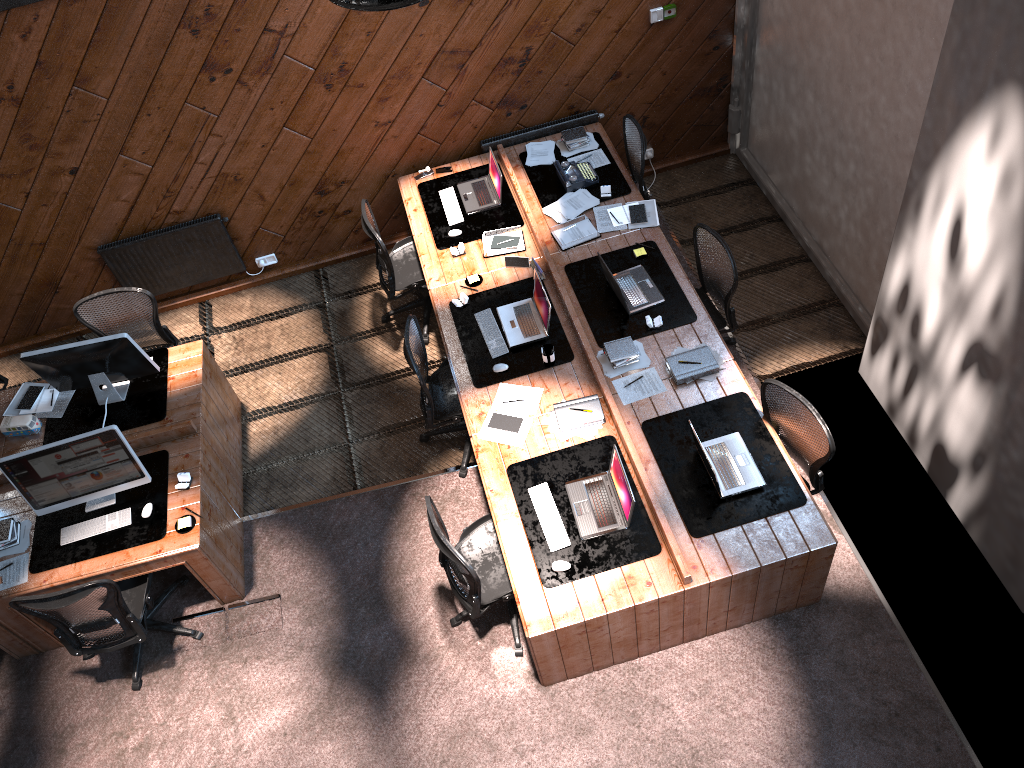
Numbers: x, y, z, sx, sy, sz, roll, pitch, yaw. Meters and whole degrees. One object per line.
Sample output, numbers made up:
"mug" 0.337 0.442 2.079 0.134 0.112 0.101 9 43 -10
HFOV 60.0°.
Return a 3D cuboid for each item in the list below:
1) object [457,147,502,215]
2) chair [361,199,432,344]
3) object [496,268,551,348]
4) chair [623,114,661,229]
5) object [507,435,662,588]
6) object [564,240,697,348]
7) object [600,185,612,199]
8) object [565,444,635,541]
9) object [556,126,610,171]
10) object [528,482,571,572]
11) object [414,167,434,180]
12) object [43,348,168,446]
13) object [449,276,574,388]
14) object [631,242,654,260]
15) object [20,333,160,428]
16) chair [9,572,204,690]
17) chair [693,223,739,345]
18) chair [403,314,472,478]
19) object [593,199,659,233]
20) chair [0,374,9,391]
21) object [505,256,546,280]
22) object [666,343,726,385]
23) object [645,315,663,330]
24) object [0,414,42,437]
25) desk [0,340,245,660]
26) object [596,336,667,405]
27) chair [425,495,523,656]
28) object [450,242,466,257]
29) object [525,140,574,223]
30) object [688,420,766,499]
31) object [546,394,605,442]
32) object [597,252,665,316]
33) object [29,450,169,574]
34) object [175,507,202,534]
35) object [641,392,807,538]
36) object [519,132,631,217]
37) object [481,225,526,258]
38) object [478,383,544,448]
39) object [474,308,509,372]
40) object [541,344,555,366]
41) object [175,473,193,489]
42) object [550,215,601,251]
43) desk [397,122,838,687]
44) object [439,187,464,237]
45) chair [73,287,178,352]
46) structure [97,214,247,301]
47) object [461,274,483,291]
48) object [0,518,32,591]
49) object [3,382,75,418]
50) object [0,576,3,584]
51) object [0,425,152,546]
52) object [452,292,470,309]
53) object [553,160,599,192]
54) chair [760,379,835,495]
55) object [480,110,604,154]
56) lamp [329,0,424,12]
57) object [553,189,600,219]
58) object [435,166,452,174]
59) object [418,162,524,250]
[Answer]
"object" -0.256 -1.569 6.844 0.323 0.283 0.390 -16 51 -3
"chair" -0.775 -0.987 6.929 0.792 1.085 0.770 -33 54 -16
"object" 0.071 -0.505 5.897 0.320 0.288 0.380 -16 51 -3
"chair" 0.799 -1.512 7.066 0.792 1.085 0.770 -25 52 -10
"object" 0.394 0.709 5.088 0.687 0.008 0.848 -16 51 -3
"object" 0.798 -0.632 6.089 0.687 0.008 0.848 -16 51 -3
"object" 0.711 -1.452 6.714 0.082 0.063 0.106 -3 51 8
"object" 0.484 0.607 4.968 0.323 0.283 0.390 -14 51 -1
"object" 0.552 -1.884 7.061 0.319 0.098 0.478 -18 51 -4
"object" 0.226 0.803 5.020 0.139 0.040 0.577 -16 51 -3
"object" -0.718 -1.716 7.194 0.159 0.064 0.054 -22 51 -7
"object" -2.808 0.094 6.157 0.848 0.008 0.687 -15 51 -2
"object" -0.018 -0.370 6.027 0.687 0.008 0.848 -16 51 -3
"object" 0.913 -0.940 6.296 0.158 0.026 0.154 23 59 25
"object" -2.786 -0.121 5.975 0.811 0.578 0.663 31 63 30
"chair" -2.503 1.301 5.407 0.770 1.085 0.792 -25 52 -10
"chair" 1.232 -0.496 6.174 0.792 1.085 0.770 -33 54 -16
"chair" -0.358 -0.015 6.076 0.792 1.085 0.770 -25 52 -10
"object" 0.843 -1.250 6.561 0.467 0.017 0.304 -6 51 5
"chair" -4.108 0.137 6.628 0.770 1.085 0.792 -17 51 -4
"object" 0.111 -0.856 6.342 0.347 0.083 0.129 25 60 26
"object" 1.157 -0.148 5.599 0.363 0.065 0.325 -8 51 3
"object" 0.938 -0.413 5.845 0.106 0.063 0.082 -7 51 5
"object" -3.350 0.282 6.050 0.253 0.146 0.128 -6 51 6
"desk" -3.994 1.039 6.043 4.117 0.840 1.748 -15 51 -2
"object" 0.745 -0.110 5.621 0.319 0.098 0.478 -18 51 -4
"chair" -0.117 0.990 5.227 0.770 1.085 0.792 34 64 31
"object" -0.403 -0.994 6.559 0.106 0.063 0.082 -18 51 -5
"object" 0.307 -1.602 6.941 0.356 0.002 1.058 -18 51 -4
"object" 1.209 0.386 4.979 0.320 0.288 0.380 -16 51 -3
"object" 0.387 0.201 5.458 0.363 0.065 0.325 -5 51 7
"object" 0.805 -0.720 5.973 0.323 0.283 0.390 -20 51 -6
"object" -2.574 0.786 5.560 0.848 0.008 0.687 -15 51 -2
"object" -1.987 0.838 5.399 0.158 0.026 0.154 23 59 25
"object" 1.211 0.447 5.151 0.687 0.008 0.848 -16 51 -3
"object" 0.482 -1.661 6.971 0.687 0.008 0.848 -16 51 -3
"object" -0.068 -1.051 6.548 0.316 0.060 0.229 -10 51 2
"object" -0.003 0.179 5.573 0.304 0.017 0.467 10 54 18
"object" -0.124 -0.299 5.966 0.139 0.040 0.577 -17 51 -3
"object" 0.236 -0.192 5.762 0.078 0.138 0.099 -7 51 5
"object" -2.068 0.613 5.571 0.082 0.063 0.106 -3 51 8
"object" 0.466 -1.114 6.503 0.316 0.060 0.229 -22 51 -7
"desk" 0.449 -0.216 6.250 1.748 0.840 4.117 -16 51 -3
"object" -0.461 -1.337 6.858 0.139 0.040 0.577 -14 51 -1
"chair" -2.753 -0.153 6.617 0.770 1.085 0.792 -25 52 -10
"structure" -2.778 -1.034 7.371 1.064 0.628 0.073 -16 51 -3
"object" -0.278 -0.741 6.357 0.158 0.026 0.154 18 57 23
"object" -3.121 1.031 5.403 0.319 0.098 0.478 -18 51 -4
"object" -3.303 0.109 6.216 0.467 0.017 0.304 2 52 12
"object" -3.142 1.191 5.301 0.159 0.064 0.054 -26 52 -11
"object" -2.638 0.532 5.422 0.714 0.573 0.610 -17 51 -4
"object" -0.363 -0.584 6.214 0.106 0.063 0.082 -30 53 -14
"object" 0.497 -1.640 6.859 0.290 0.116 0.322 -18 51 -4
"chair" 1.510 0.566 5.274 0.770 1.085 0.792 34 64 31
"object" 0.289 -1.925 7.533 1.064 0.628 0.073 -16 51 -3
"lamp" -0.548 -2.050 1.936 0.445 2.372 0.445 23 59 26
"object" 0.487 -1.363 6.711 0.315 0.002 0.246 -32 53 -15
"object" -0.553 -1.736 7.193 0.134 0.042 0.022 -5 51 7
"object" -0.334 -1.400 6.908 0.687 0.008 0.848 -16 51 -3
